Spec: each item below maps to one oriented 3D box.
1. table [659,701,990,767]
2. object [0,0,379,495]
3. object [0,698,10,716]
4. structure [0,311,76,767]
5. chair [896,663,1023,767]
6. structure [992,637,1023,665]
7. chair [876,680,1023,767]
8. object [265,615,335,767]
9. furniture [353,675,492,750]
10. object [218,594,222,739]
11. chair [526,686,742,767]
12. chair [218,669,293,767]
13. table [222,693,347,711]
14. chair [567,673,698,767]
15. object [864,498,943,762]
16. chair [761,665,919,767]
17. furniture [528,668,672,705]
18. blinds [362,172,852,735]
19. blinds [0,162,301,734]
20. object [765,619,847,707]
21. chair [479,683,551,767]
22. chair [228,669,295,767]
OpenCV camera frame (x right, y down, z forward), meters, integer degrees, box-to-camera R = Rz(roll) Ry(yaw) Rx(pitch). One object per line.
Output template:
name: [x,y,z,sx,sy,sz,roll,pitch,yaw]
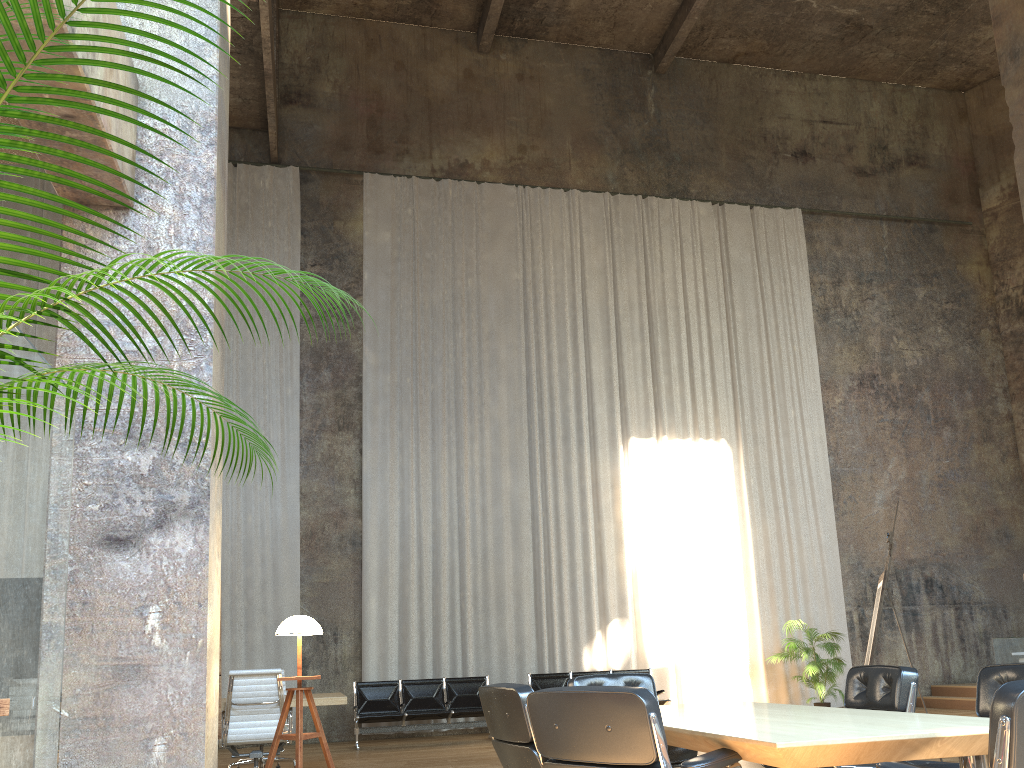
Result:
table: [1.118,1.862,3.985,1.103,0.680,2.486,1,-17,-13]
object: [-0.553,-0.159,0.865,0.861,0.914,0.706,3,-14,-22]
object: [-0.532,0.768,0.753,0.668,0.946,0.578,-13,-17,40]
structure: [-1.134,0.659,1.248,0.743,1.506,0.610,0,-12,-13]
chair: [1.969,1.633,3.682,0.821,0.868,0.751,1,-14,-12]
structure: [3.752,2.124,5.663,0.735,0.987,0.764,1,-14,-13]
chair: [1.441,1.304,2.574,0.730,0.868,0.844,2,-15,-18]
object: [-1.091,1.829,4.504,0.658,1.262,0.586,0,-12,-13]
furniture: [-1.124,4.274,11.494,1.869,0.821,0.729,1,-14,-13]
object: [-2.042,1.637,5.069,0.702,2.089,0.702,0,-12,-14]
chair: [0.554,1.591,3.358,0.828,0.868,0.744,9,-18,-38]
chair: [-2.188,2.945,7.459,0.665,0.998,0.719,-1,-13,-8]
table: [-5.333,3.197,7.412,7.701,0.739,1.651,2,-17,-13]
chair: [0.782,2.260,5.493,0.730,0.868,0.844,2,-15,-17]
object: [2.805,1.935,6.657,0.688,2.089,0.717,-6,-12,18]
chair: [1.723,1.984,4.752,0.820,0.868,0.751,-1,-14,-6]
furniture: [1.203,4.346,12.032,1.869,0.821,0.729,1,-14,-13]
blinds: [1.537,0.902,13.933,7.823,8.421,0.282,1,-11,-12]
blinds: [-6.889,0.643,11.984,7.823,8.421,0.282,1,-11,-12]
object: [4.549,4.273,13.224,1.131,1.417,1.121,3,-14,-22]
chair: [0.301,1.908,4.320,0.822,0.868,0.750,2,-14,-19]
chair: [-1.907,2.487,6.034,31.451,1.004,13.360,2,-18,-13]
